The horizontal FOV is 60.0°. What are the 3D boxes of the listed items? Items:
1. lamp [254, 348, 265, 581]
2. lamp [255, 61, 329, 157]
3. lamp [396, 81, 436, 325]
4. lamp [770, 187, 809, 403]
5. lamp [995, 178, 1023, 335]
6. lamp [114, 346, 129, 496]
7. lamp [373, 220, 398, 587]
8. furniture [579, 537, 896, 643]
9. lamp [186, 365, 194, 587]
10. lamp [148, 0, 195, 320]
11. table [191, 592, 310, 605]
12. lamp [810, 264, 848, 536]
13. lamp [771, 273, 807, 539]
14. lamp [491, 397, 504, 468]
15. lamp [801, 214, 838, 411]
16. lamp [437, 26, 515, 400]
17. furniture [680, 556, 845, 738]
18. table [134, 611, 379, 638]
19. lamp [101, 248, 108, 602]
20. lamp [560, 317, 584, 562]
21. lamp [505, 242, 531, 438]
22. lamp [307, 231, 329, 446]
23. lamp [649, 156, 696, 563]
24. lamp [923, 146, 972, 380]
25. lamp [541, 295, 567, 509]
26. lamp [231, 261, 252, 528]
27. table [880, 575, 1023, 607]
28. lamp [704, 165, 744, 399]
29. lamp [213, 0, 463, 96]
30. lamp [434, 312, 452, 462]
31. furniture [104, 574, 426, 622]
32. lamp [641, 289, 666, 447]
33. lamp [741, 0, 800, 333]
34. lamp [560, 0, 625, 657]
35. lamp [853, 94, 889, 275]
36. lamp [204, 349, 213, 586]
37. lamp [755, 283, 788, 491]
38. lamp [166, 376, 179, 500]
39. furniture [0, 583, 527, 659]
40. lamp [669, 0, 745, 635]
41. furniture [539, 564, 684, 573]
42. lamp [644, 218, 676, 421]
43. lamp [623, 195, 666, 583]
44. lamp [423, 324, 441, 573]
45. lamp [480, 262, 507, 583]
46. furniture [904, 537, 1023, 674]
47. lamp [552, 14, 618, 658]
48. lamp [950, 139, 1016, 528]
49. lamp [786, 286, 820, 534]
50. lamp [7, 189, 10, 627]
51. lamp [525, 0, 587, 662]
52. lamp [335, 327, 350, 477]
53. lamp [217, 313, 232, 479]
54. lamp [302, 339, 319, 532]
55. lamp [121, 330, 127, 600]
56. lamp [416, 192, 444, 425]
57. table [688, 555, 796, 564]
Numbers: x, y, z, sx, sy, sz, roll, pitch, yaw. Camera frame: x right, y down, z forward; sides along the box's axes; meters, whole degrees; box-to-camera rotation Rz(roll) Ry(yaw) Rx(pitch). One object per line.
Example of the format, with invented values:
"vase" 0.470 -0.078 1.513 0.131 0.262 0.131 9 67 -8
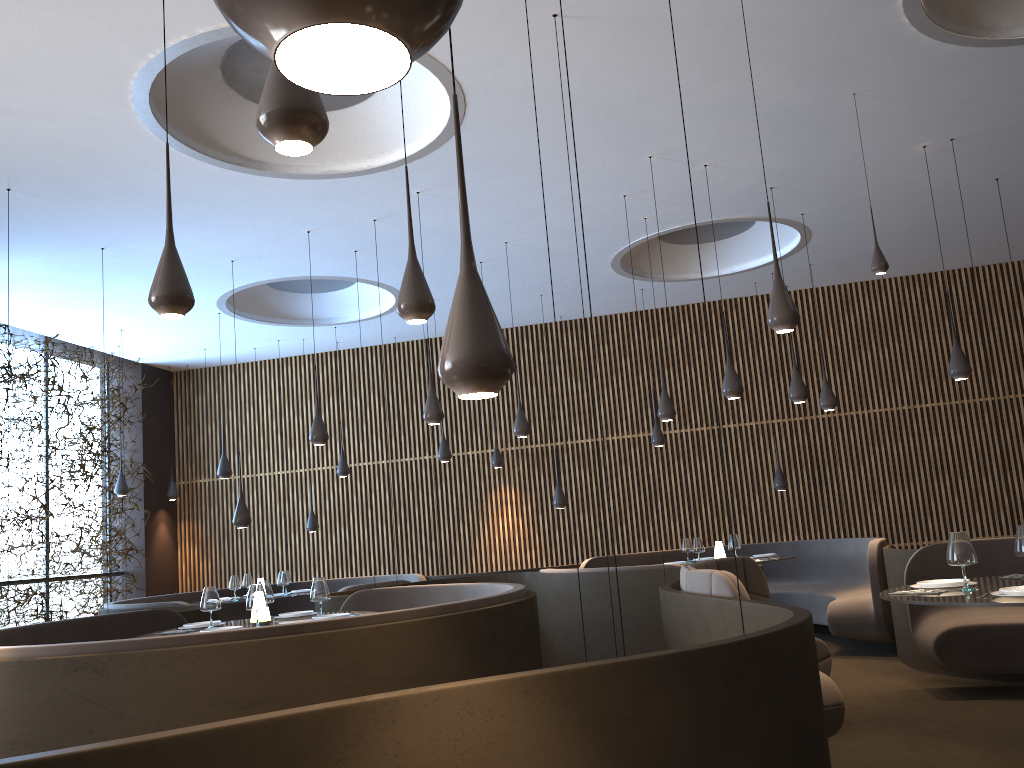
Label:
"lamp" -3.811 2.518 13.571 0.196 6.252 0.196 -4 -8 -4
"lamp" -0.683 -1.731 2.568 0.196 2.215 0.196 3 -12 -43
"lamp" -0.561 -1.398 4.538 0.196 2.215 0.196 -6 -9 6
"lamp" 2.740 -0.909 8.886 0.196 2.215 0.196 -6 -9 6
"lamp" 4.345 1.355 7.006 0.196 6.252 0.196 1 -10 -33
"lamp" -5.764 0.533 13.046 0.196 2.215 0.196 -11 -11 36
"lamp" -1.140 1.414 8.562 0.196 6.252 0.196 3 -12 -43
"furniture" 2.941 2.517 10.868 3.946 1.043 1.983 -14 -13 42
"lamp" -5.169 2.769 14.352 0.196 6.252 0.196 -11 -10 36
"lamp" -1.593 -1.389 4.077 0.196 2.215 0.196 -7 -9 16
"table" -3.108 3.178 11.068 1.672 1.020 1.679 0 -11 -28
"lamp" 4.280 1.475 11.482 0.196 6.252 0.196 -9 -9 26
"lamp" 3.842 1.559 11.750 0.196 6.252 0.196 -9 -9 26
"lamp" -0.303 0.181 13.638 0.196 2.215 0.196 -4 -9 -4
"lamp" 3.340 -0.807 9.749 0.196 2.215 0.196 -4 -9 -4
"lamp" -0.207 -1.423 2.451 0.196 2.950 0.196 -7 -9 16
"furniture" 1.624 1.703 5.857 0.932 1.056 2.539 -8 -10 16
"table" -1.735 2.207 6.198 1.674 1.020 1.677 -8 -10 21
"lamp" -3.985 1.680 8.724 0.196 6.252 0.196 1 -10 -33
"lamp" 1.011 2.049 13.193 0.196 6.252 0.196 -9 -9 26
"lamp" 0.023 -0.508 9.873 0.196 2.215 0.196 3 -12 -43
"lamp" -2.017 -0.483 9.024 0.196 2.215 0.196 3 -12 -43
"lamp" 1.513 1.021 7.586 0.196 6.252 0.196 3 -12 -43
"lamp" 3.963 -1.135 8.160 0.196 2.215 0.196 -6 -9 6
"lamp" 0.529 0.215 12.112 0.196 2.950 0.196 -4 -9 -4
"lamp" -2.999 0.081 9.675 0.196 2.950 0.196 -6 -9 6
"table" 2.775 1.506 4.353 1.673 1.020 1.677 4 -13 -43
"lamp" 1.911 -0.961 8.172 0.196 2.215 0.196 3 -12 -43
"lamp" -0.248 -1.695 0.883 0.196 2.950 0.196 3 -12 -43
"lamp" -0.982 -0.057 11.961 0.196 2.215 0.196 -4 -9 -4
"furniture" -2.894 3.048 10.956 3.882 1.043 3.808 -3 -10 -12
"lamp" 1.921 -0.238 12.311 0.196 2.215 0.196 -3 -9 -13
"lamp" 1.547 -1.408 5.483 0.196 2.215 0.196 1 -10 -33
"lamp" 0.378 0.395 3.491 0.196 6.252 0.196 -4 -8 -4
"lamp" 2.825 -1.605 7.052 0.133 1.503 0.133 -6 -9 6
"lamp" -4.522 2.537 13.339 0.196 6.252 0.196 -11 -10 36
"lamp" 3.586 0.012 12.408 0.196 2.950 0.196 -4 -9 -4
"lamp" -5.635 0.803 14.640 0.196 2.215 0.196 -11 -11 36
"furniture" -1.770 2.135 6.159 3.879 1.114 3.807 -2 -10 -13
"lamp" 0.907 0.399 3.764 0.196 6.252 0.196 -4 -8 -4
"furniture" 1.092 2.432 9.290 0.900 1.043 2.540 2 -12 -36
"lamp" 1.539 -0.708 9.458 0.196 2.215 0.196 3 -12 -43
"lamp" 1.391 1.186 8.469 0.196 6.252 0.196 3 -12 -43
"lamp" -1.036 2.078 12.387 0.196 6.252 0.196 -9 -9 26
"lamp" -0.116 1.617 10.203 0.196 6.252 0.196 -9 -9 26
"furniture" 3.944 1.449 5.306 1.981 1.043 3.949 -6 -10 8
"lamp" 0.535 0.696 5.277 0.196 6.252 0.196 3 -12 -43
"lamp" 4.334 0.815 7.754 0.196 6.252 0.196 1 -10 -33
"lamp" 4.276 1.654 12.497 0.196 6.252 0.196 -11 -10 36
"lamp" -4.068 1.411 7.157 0.196 6.252 0.196 1 -10 -33
"lamp" 0.278 0.524 4.176 0.196 6.252 0.196 -11 -10 36
"lamp" -2.526 0.250 12.975 0.196 2.215 0.196 -4 -9 -4
"lamp" -3.844 0.144 11.748 0.196 2.215 0.196 -4 -9 -4
"lamp" -3.109 0.764 13.505 0.196 2.950 0.196 -4 -9 -4
"lamp" -5.169 2.332 11.866 0.196 6.252 0.196 -11 -10 36
"lamp" -0.801 -0.725 8.251 0.196 2.215 0.196 3 -12 -43
"table" 2.472 2.568 10.247 1.672 1.020 1.679 -5 -10 1
